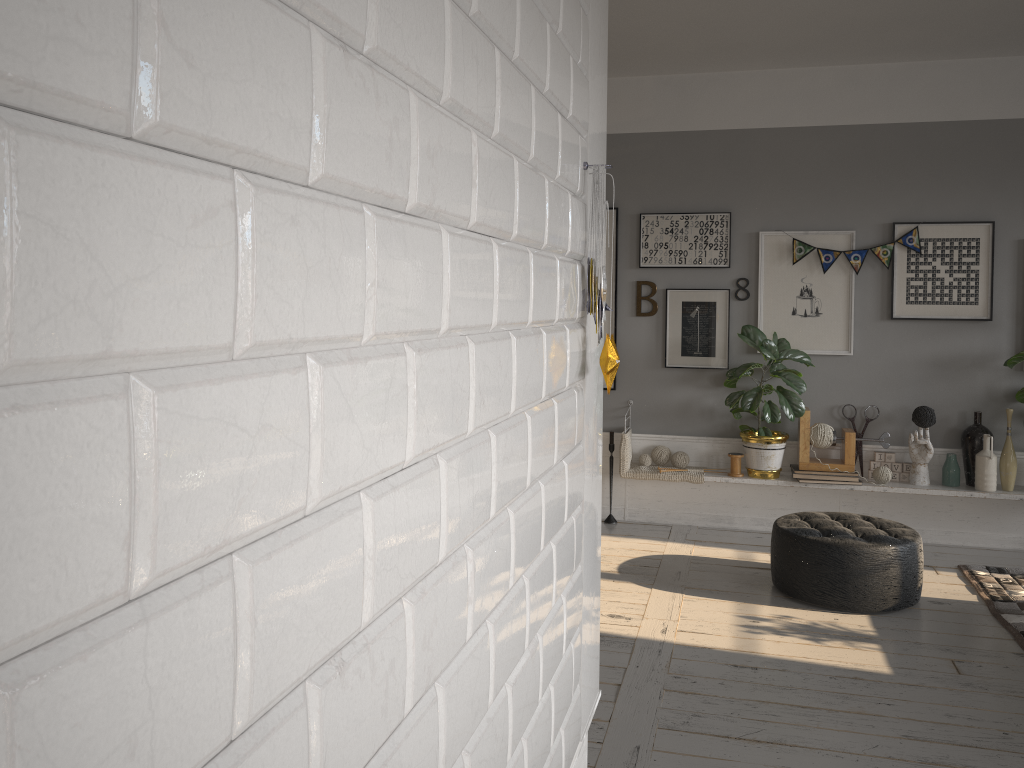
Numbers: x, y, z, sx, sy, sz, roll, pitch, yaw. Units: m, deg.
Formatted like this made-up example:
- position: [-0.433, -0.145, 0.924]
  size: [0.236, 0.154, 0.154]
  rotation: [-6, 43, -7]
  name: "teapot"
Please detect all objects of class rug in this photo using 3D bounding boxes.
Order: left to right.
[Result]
- position: [3.055, 1.162, 3.605]
  size: [1.770, 0.034, 2.535]
  rotation: [2, 5, 15]
  name: "rug"

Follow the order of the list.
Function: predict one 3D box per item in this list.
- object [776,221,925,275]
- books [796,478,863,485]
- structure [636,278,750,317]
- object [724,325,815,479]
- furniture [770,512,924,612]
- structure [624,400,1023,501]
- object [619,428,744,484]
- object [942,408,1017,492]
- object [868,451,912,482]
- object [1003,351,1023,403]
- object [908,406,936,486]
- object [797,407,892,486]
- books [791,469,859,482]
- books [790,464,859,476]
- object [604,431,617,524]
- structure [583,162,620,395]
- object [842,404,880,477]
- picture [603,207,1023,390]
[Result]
- position: [2.138, -0.855, 5.597]
  size: [0.914, 0.339, 0.057]
  rotation: [2, 2, 14]
  name: "object"
- position: [1.959, 0.585, 5.520]
  size: [0.368, 0.021, 0.297]
  rotation: [1, 5, 9]
  name: "books"
- position: [1.198, -0.575, 5.877]
  size: [0.739, 0.262, 0.024]
  rotation: [2, 2, 15]
  name: "structure"
- position: [1.592, 0.108, 5.543]
  size: [0.510, 0.961, 0.547]
  rotation: [1, 2, 0]
  name: "object"
- position: [1.714, 0.894, 4.557]
  size: [0.735, 0.356, 0.738]
  rotation: [1, 5, 2]
  name: "furniture"
- position: [2.090, 0.410, 5.513]
  size: [2.776, 0.485, 0.309]
  rotation: [2, 3, 15]
  name: "structure"
- position: [1.104, 0.471, 5.746]
  size: [0.785, 0.306, 0.330]
  rotation: [2, 4, 15]
  name: "object"
- position: [2.798, 0.382, 5.297]
  size: [0.286, 0.487, 0.332]
  rotation: [0, 3, -25]
  name: "object"
- position: [2.368, 0.514, 5.525]
  size: [0.265, 0.173, 0.078]
  rotation: [2, 2, 20]
  name: "object"
- position: [3.202, 0.069, 5.150]
  size: [0.416, 1.148, 0.568]
  rotation: [-1, 3, -36]
  name: "object"
- position: [2.497, 0.374, 5.391]
  size: [0.155, 0.482, 0.136]
  rotation: [1, 2, 14]
  name: "object"
- position: [2.065, 0.384, 5.488]
  size: [0.546, 0.439, 0.239]
  rotation: [2, 2, 15]
  name: "object"
- position: [1.947, 0.561, 5.518]
  size: [0.384, 0.029, 0.261]
  rotation: [2, 5, 15]
  name: "books"
- position: [1.947, 0.538, 5.528]
  size: [0.379, 0.017, 0.230]
  rotation: [2, 5, 12]
  name: "books"
- position: [0.574, 0.578, 5.952]
  size: [0.279, 0.699, 0.092]
  rotation: [1, 1, 7]
  name: "object"
- position: [0.170, -0.202, 1.702]
  size: [0.078, 0.446, 0.134]
  rotation: [1, 2, 2]
  name: "structure"
- position: [2.205, 0.362, 5.602]
  size: [0.221, 0.462, 0.019]
  rotation: [1, 1, 15]
  name: "object"
- position: [-0.362, -0.542, 4.195]
  size: [7.295, 1.790, 4.052]
  rotation: [2, 5, 15]
  name: "picture"
